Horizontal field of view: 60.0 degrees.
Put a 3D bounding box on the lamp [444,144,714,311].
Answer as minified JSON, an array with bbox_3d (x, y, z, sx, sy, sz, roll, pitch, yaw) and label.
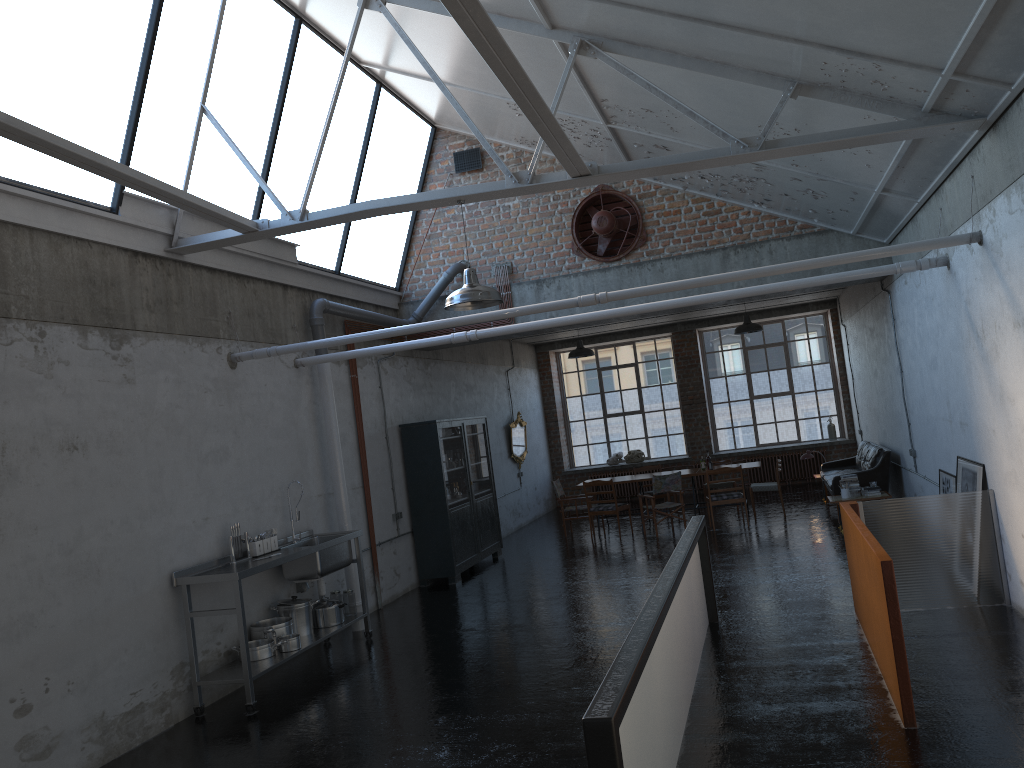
[{"bbox_3d":[1.080,-1.763,9.261,0.945,2.025,5.320,-9,-3,34],"label":"lamp"}]

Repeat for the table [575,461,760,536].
[{"bbox_3d":[2.786,2.017,15.446,3.112,0.917,1.067,-8,-3,15],"label":"table"}]

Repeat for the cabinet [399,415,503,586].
[{"bbox_3d":[-0.865,1.685,13.561,0.572,2.297,2.386,-8,-3,15],"label":"cabinet"}]

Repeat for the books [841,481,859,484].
[{"bbox_3d":[4.860,1.411,12.770,0.244,0.019,0.174,-8,-3,15],"label":"books"}]

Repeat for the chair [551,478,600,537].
[{"bbox_3d":[1.161,2.188,15.862,0.713,1.031,0.574,-8,-3,15],"label":"chair"}]

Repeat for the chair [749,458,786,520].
[{"bbox_3d":[4.316,1.776,14.990,0.577,0.971,0.589,-8,-3,15],"label":"chair"}]

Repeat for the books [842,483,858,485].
[{"bbox_3d":[4.868,1.431,12.767,0.205,0.022,0.155,-8,-3,10],"label":"books"}]

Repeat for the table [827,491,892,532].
[{"bbox_3d":[4.963,1.825,12.624,0.811,0.458,0.649,-8,-3,15],"label":"table"}]

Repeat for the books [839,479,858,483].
[{"bbox_3d":[4.850,1.391,12.773,0.231,0.023,0.162,-9,-3,31],"label":"books"}]

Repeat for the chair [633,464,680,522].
[{"bbox_3d":[2.697,2.034,16.541,0.573,1.028,0.509,-6,-3,-20],"label":"chair"}]

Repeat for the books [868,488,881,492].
[{"bbox_3d":[5.120,1.509,12.645,0.243,0.024,0.175,-8,-3,12],"label":"books"}]

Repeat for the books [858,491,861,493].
[{"bbox_3d":[4.868,1.562,12.754,0.249,0.023,0.175,-8,-3,11],"label":"books"}]

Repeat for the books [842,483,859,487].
[{"bbox_3d":[4.874,1.452,12.772,0.224,0.021,0.158,-8,-3,15],"label":"books"}]

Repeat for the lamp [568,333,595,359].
[{"bbox_3d":[1.200,-0.932,16.053,0.502,0.891,0.502,-8,-3,20],"label":"lamp"}]

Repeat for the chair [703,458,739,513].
[{"bbox_3d":[3.845,1.898,16.387,0.589,0.971,0.577,-8,-3,15],"label":"chair"}]

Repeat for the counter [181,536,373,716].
[{"bbox_3d":[-2.166,2.213,8.562,0.589,1.160,2.374,-8,-3,15],"label":"counter"}]

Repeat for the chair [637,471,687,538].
[{"bbox_3d":[2.464,1.961,14.508,0.574,1.031,0.713,-7,-3,-14],"label":"chair"}]

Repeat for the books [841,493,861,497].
[{"bbox_3d":[4.870,1.594,12.754,0.248,0.043,0.192,-8,-3,15],"label":"books"}]

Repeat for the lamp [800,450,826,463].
[{"bbox_3d":[5.501,1.435,16.089,0.496,0.492,0.220,-8,-3,8],"label":"lamp"}]

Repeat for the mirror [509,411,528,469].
[{"bbox_3d":[0.162,1.161,18.323,0.172,1.182,1.339,-8,-3,15],"label":"mirror"}]

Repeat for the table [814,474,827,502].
[{"bbox_3d":[5.909,1.851,15.988,0.811,0.458,0.649,-8,-3,15],"label":"table"}]

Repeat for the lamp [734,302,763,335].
[{"bbox_3d":[4.013,-1.327,15.266,0.502,0.891,0.502,-8,-3,20],"label":"lamp"}]

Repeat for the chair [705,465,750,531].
[{"bbox_3d":[3.460,1.841,14.368,0.573,1.028,0.509,-8,-3,5],"label":"chair"}]

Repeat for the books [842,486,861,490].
[{"bbox_3d":[4.873,1.498,12.770,0.245,0.028,0.193,-8,-3,10],"label":"books"}]

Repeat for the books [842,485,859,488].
[{"bbox_3d":[4.876,1.472,12.766,0.221,0.023,0.147,-8,-3,15],"label":"books"}]

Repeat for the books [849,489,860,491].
[{"bbox_3d":[4.876,1.519,12.768,0.255,0.014,0.192,-8,-3,19],"label":"books"}]

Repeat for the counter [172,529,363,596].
[{"bbox_3d":[-2.217,1.883,8.579,0.625,0.644,2.435,-8,-3,15],"label":"counter"}]

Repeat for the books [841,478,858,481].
[{"bbox_3d":[4.863,1.368,12.780,0.209,0.023,0.167,-8,-3,9],"label":"books"}]

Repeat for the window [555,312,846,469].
[{"bbox_3d":[8.649,1.277,19.976,19.864,12.900,0.747,-8,-3,15],"label":"window"}]

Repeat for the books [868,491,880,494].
[{"bbox_3d":[5.110,1.534,12.646,0.166,0.024,0.227,-7,-3,-5],"label":"books"}]

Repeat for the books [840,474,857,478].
[{"bbox_3d":[4.852,1.326,12.783,0.201,0.024,0.159,-8,-3,6],"label":"books"}]

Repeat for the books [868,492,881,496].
[{"bbox_3d":[5.120,1.561,12.638,0.179,0.034,0.243,-7,-2,-1],"label":"books"}]

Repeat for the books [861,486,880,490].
[{"bbox_3d":[5.106,1.484,12.643,0.225,0.029,0.179,-8,-3,8],"label":"books"}]

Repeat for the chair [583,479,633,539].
[{"bbox_3d":[1.628,2.104,15.001,0.573,1.028,0.509,-9,-3,35],"label":"chair"}]

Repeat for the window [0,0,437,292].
[{"bbox_3d":[-2.513,-2.612,9.295,0.994,2.404,8.048,-8,-3,15],"label":"window"}]

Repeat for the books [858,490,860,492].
[{"bbox_3d":[4.865,1.539,12.755,0.249,0.023,0.175,-8,-3,16],"label":"books"}]

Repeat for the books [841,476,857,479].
[{"bbox_3d":[4.857,1.347,12.772,0.205,0.020,0.155,-8,-3,15],"label":"books"}]
